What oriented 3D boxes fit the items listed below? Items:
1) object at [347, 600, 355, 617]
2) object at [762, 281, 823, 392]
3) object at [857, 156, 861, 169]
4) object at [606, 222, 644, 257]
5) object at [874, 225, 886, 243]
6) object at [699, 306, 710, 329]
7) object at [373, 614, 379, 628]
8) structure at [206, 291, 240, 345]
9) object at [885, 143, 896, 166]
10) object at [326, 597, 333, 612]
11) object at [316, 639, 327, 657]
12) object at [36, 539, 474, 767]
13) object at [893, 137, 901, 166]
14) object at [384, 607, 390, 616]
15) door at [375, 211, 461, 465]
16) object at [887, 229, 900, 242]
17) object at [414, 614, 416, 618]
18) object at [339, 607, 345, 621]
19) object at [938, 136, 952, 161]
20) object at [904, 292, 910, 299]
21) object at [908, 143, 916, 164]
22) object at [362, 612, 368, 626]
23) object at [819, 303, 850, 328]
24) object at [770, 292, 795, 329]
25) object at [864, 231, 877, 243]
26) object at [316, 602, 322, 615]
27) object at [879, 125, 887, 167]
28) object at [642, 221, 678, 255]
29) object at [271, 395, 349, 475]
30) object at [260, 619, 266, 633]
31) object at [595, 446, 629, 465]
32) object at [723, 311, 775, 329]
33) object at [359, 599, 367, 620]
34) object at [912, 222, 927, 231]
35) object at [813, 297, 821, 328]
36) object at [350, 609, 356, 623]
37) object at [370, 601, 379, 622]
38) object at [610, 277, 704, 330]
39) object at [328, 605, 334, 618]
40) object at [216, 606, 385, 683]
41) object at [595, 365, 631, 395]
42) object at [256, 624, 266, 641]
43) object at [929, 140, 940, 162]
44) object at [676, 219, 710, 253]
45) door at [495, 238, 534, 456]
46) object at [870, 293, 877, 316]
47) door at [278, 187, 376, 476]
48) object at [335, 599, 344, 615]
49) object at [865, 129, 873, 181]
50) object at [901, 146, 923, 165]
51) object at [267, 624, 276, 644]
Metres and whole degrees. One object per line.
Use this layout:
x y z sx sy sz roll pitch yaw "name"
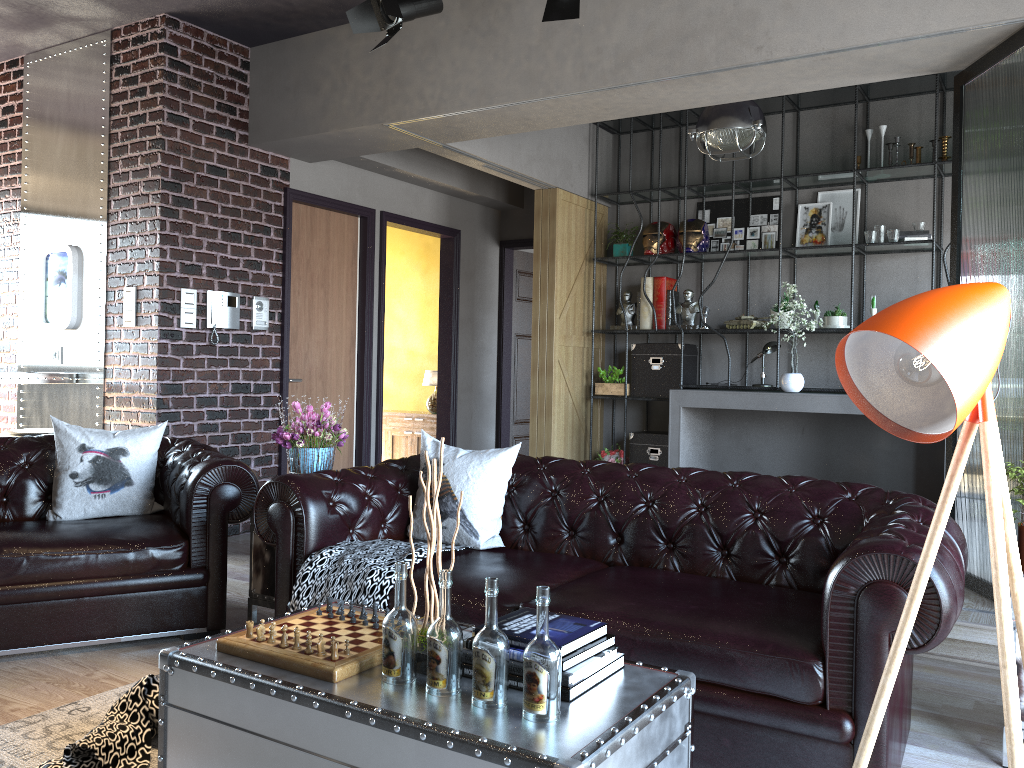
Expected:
-0.469 0.653 2.587 0.022 0.047 0.022 1 0 -13 "object"
2.153 -0.365 6.754 0.398 0.852 0.420 1 0 -12 "object"
2.704 -1.711 6.919 0.135 0.129 0.135 1 1 5 "object"
1.007 -1.292 8.045 0.324 0.339 0.295 1 0 -12 "object"
2.849 -1.146 6.867 0.087 0.155 0.087 2 0 44 "object"
1.640 -0.562 7.531 0.093 0.200 0.093 1 0 27 "object"
-0.380 0.662 2.477 0.017 0.037 0.017 1 0 38 "object"
-1.988 -0.450 6.137 0.068 0.370 0.279 1 0 32 "structure"
2.930 -1.758 6.867 0.084 0.233 0.084 1 0 -31 "object"
-0.542 0.654 2.634 0.019 0.040 0.019 1 0 6 "object"
-0.479 0.661 2.231 0.026 0.044 0.026 1 0 -13 "object"
-0.813 0.903 3.142 1.699 0.569 0.562 1 1 -38 "object"
2.942 -1.761 6.774 0.100 0.243 0.100 1 0 41 "object"
-0.355 0.657 2.516 0.022 0.047 0.022 1 0 -13 "object"
-1.284 -0.216 8.307 1.098 2.544 1.150 1 0 32 "door"
2.890 -1.115 6.718 0.092 0.099 0.092 1 1 -11 "object"
-0.279 0.663 2.471 0.019 0.040 0.019 1 0 6 "object"
-0.488 0.659 2.547 0.017 0.037 0.017 1 0 38 "object"
3.232 -1.747 6.622 0.130 0.232 0.130 1 0 9 "object"
3.101 -0.572 6.968 0.113 0.302 0.113 1 0 -39 "object"
3.098 -1.751 6.877 0.080 0.226 0.080 1 0 5 "object"
-0.414 0.661 2.502 0.017 0.037 0.017 1 0 38 "object"
2.567 -0.540 7.042 0.235 0.213 0.235 1 1 -13 "object"
2.213 -0.597 7.239 0.136 0.305 0.193 1 0 -24 "object"
2.752 -1.119 6.804 0.092 0.099 0.092 1 1 -21 "object"
-0.564 0.656 2.595 0.017 0.037 0.017 1 0 13 "object"
2.923 -1.839 6.998 0.128 0.390 0.128 1 0 -9 "object"
1.291 -1.281 7.852 0.280 0.327 0.399 2 1 37 "object"
-0.951 0.291 4.206 0.352 0.484 0.349 1 0 -28 "object"
-0.678 0.657 2.409 0.017 0.037 0.017 1 0 25 "object"
0.896 0.713 8.008 0.345 0.362 0.331 2 1 35 "object"
2.016 -0.537 7.430 0.206 0.170 0.577 1 1 -23 "object"
-0.430 0.650 2.563 0.025 0.055 0.025 1 0 -13 "object"
3.136 -1.206 6.827 0.103 0.068 0.103 2 1 25 "object"
2.500 -0.576 7.283 0.113 0.273 0.113 1 0 -2 "object"
-0.452 0.660 2.524 0.017 0.037 0.017 1 0 38 "object"
-0.393 0.650 2.542 0.025 0.058 0.025 1 0 25 "object"
1.299 -0.705 7.873 0.833 0.466 0.289 2 1 32 "object"
-0.525 0.658 2.570 0.017 0.037 0.017 1 0 38 "object"
-0.493 0.697 2.421 0.429 0.036 0.429 2 1 32 "object"
0.908 -0.035 7.928 0.304 0.265 0.180 2 1 32 "object"
-0.665 0.655 2.347 0.026 0.044 0.026 1 0 -13 "object"
3.214 -1.750 6.748 0.084 0.233 0.084 1 0 13 "object"
1.562 -1.273 7.683 0.280 0.327 0.399 1 1 22 "object"
0.613 -0.193 9.335 1.150 2.544 1.128 1 0 32 "door"
2.777 -0.563 6.816 0.113 0.275 0.113 1 0 36 "object"
-1.527 -0.199 7.081 0.219 2.540 1.002 1 0 32 "door"
-0.506 0.654 2.608 0.026 0.044 0.026 1 0 -13 "object"
2.864 -1.842 7.118 0.128 0.390 0.128 1 0 0 "object"
3.072 -1.712 6.704 0.189 0.152 0.189 1 1 -35 "object"
-0.631 0.655 2.328 0.022 0.047 0.022 1 0 -26 "object"
